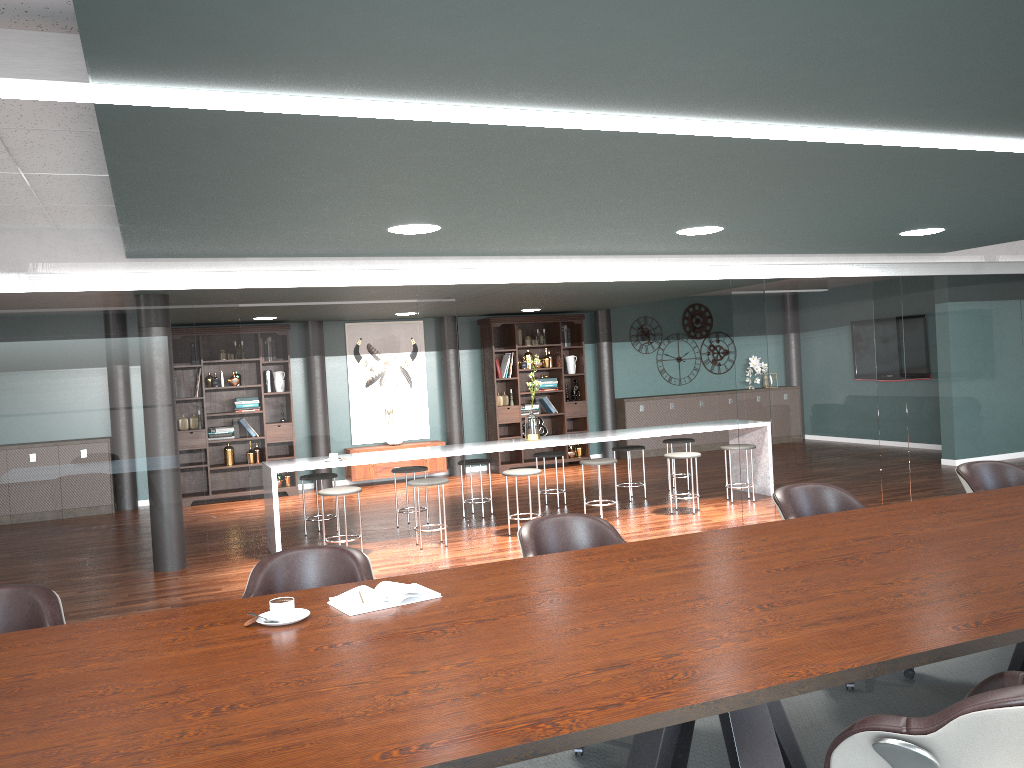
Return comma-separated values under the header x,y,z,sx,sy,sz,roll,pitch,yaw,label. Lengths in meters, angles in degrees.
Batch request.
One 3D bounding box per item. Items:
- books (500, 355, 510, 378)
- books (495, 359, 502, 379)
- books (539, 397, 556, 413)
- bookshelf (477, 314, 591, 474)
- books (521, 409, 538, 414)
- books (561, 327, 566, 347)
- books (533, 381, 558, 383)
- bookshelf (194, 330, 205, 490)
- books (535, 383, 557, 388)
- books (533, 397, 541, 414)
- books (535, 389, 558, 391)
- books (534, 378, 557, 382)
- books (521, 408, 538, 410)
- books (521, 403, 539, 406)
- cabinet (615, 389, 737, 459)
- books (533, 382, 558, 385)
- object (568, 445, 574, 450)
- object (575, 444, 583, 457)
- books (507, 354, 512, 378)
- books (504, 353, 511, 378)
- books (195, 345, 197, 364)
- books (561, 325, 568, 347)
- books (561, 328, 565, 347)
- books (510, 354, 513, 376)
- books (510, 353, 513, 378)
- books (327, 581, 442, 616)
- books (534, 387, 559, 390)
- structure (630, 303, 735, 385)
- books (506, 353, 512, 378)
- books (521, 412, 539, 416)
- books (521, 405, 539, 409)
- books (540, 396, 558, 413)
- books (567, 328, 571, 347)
x,y,z,sx,sy,sz,roll,pitch,yaw,label
-0.105,-0.226,11.481,0.115,0.296,0.210,-4,1,-22,books
-0.206,-0.195,11.436,0.084,0.252,0.194,-4,1,-22,books
0.454,0.276,11.689,0.176,0.227,0.194,-4,1,-22,books
0.306,0.110,11.664,1.339,1.984,0.482,-4,1,-22,bookshelf
0.184,0.355,11.575,0.248,0.042,0.194,-4,1,-22,books
0.668,-0.623,11.791,0.016,0.268,0.205,-4,1,-22,books
0.441,-0.023,11.702,0.268,0.016,0.205,-4,1,-22,books
-3.215,0.339,10.236,1.339,1.984,0.482,-4,1,-22,bookshelf
0.445,0.022,11.709,0.248,0.042,0.194,-4,1,-22,books
0.319,0.287,11.706,0.063,0.214,0.139,-4,1,-22,books
0.447,0.079,11.711,0.268,0.016,0.205,-4,1,-22,books
0.443,-0.052,11.709,0.248,0.042,0.194,-4,1,-22,books
0.182,0.326,11.574,0.268,0.016,0.205,-4,1,-22,books
0.190,0.267,11.578,0.268,0.016,0.205,-4,1,-22,books
-1.474,0.809,11.023,12.287,0.820,0.402,-4,1,-22,cabinet
0.443,-0.008,11.709,0.268,0.016,0.205,-4,1,-22,books
0.775,0.890,11.857,0.099,0.169,0.099,-2,2,42,object
0.890,0.841,11.822,0.108,0.256,0.108,-3,1,12,object
-0.062,-0.235,11.492,0.063,0.309,0.210,-4,1,-22,books
-0.081,-0.237,11.485,0.090,0.316,0.197,-4,1,-22,books
-3.573,-0.336,10.070,0.042,0.248,0.194,-4,1,-22,books
0.689,-0.634,11.800,0.027,0.286,0.184,-4,1,-22,books
0.641,-0.610,11.780,0.042,0.248,0.194,-4,1,-22,books
-0.047,-0.236,11.497,0.063,0.309,0.210,-4,1,-22,books
-0.038,-0.242,11.497,0.062,0.322,0.197,-4,1,-22,books
-0.371,0.611,2.576,0.285,0.032,0.180,-4,1,-32,books
0.449,0.057,11.712,0.286,0.027,0.184,-4,1,-22,books
2.503,-0.574,12.846,1.791,1.178,0.017,-4,1,-22,structure
-0.052,-0.241,11.492,0.062,0.322,0.197,-4,1,-22,books
0.187,0.391,11.577,0.286,0.027,0.184,-4,1,-22,books
0.201,0.295,11.582,0.248,0.042,0.194,-4,1,-22,books
0.486,0.272,11.702,0.166,0.228,0.205,-4,1,-22,books
0.723,-0.616,11.813,0.042,0.248,0.194,-4,1,-22,books
